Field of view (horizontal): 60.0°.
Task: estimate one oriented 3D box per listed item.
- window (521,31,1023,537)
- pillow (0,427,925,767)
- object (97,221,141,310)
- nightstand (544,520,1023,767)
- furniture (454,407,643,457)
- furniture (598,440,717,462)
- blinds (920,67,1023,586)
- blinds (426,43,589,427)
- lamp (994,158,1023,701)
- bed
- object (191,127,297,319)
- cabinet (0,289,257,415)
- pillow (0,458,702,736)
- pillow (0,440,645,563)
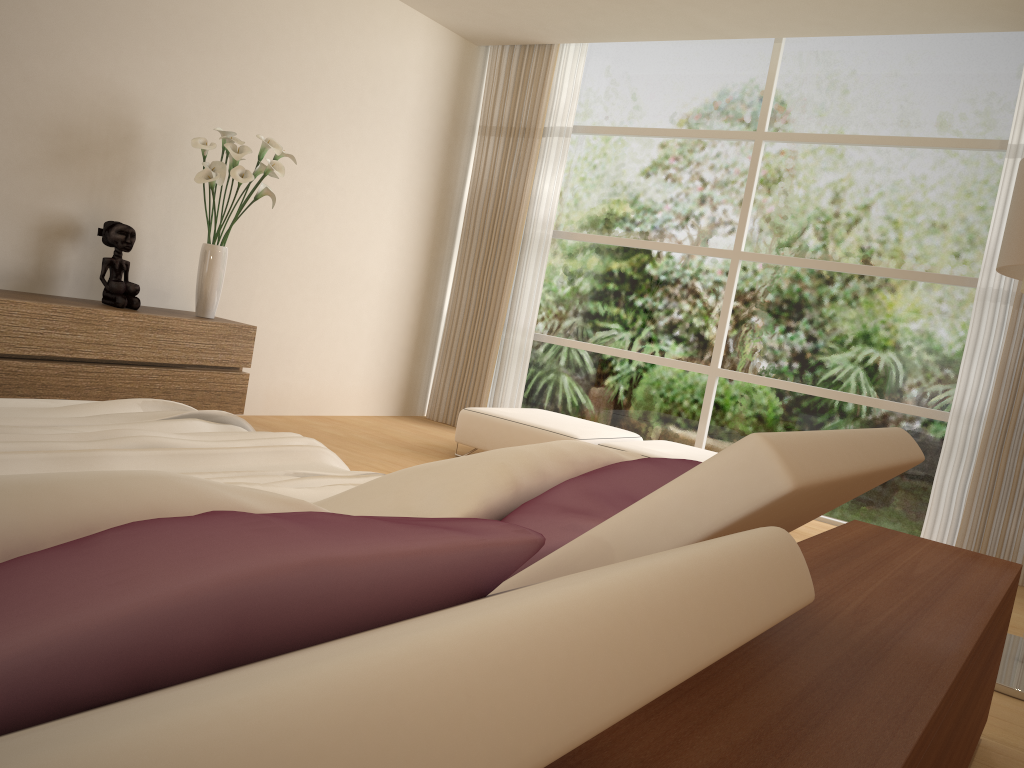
[{"bbox_3d":[1.608,-0.917,6.328,4.781,3.371,0.071,13,6,34],"label":"window"},{"bbox_3d":[0.124,0.258,1.049,0.461,0.457,1.779,13,5,33],"label":"pillow"},{"bbox_3d":[-2.109,-0.644,4.789,0.282,0.453,0.181,13,6,34],"label":"object"},{"bbox_3d":[0.094,0.687,1.049,0.493,0.539,4.220,13,6,34],"label":"nightstand"},{"bbox_3d":[0.260,0.407,6.018,0.965,0.346,0.964,13,6,34],"label":"furniture"},{"bbox_3d":[1.100,0.604,5.444,0.965,0.346,0.964,13,6,34],"label":"furniture"},{"bbox_3d":[3.038,-0.542,4.976,0.814,3.351,0.202,13,5,33],"label":"blinds"},{"bbox_3d":[-0.079,-1.279,7.171,0.950,3.352,0.211,13,5,32],"label":"blinds"},{"bbox_3d":[2.146,0.113,3.342,0.817,2.018,0.817,9,5,-13],"label":"lamp"},{"bbox_3d":[-1.082,0.402,1.788,2.535,0.570,2.599,13,6,34],"label":"bed"},{"bbox_3d":[-1.579,-0.894,5.037,0.515,1.085,0.608,9,5,-8],"label":"object"},{"bbox_3d":[-2.831,-0.129,3.865,0.588,0.662,3.713,13,6,34],"label":"cabinet"},{"bbox_3d":[-0.160,0.266,1.229,0.575,0.369,1.683,13,6,34],"label":"pillow"},{"bbox_3d":[-0.386,0.229,1.374,0.561,0.339,1.720,13,6,34],"label":"pillow"}]
